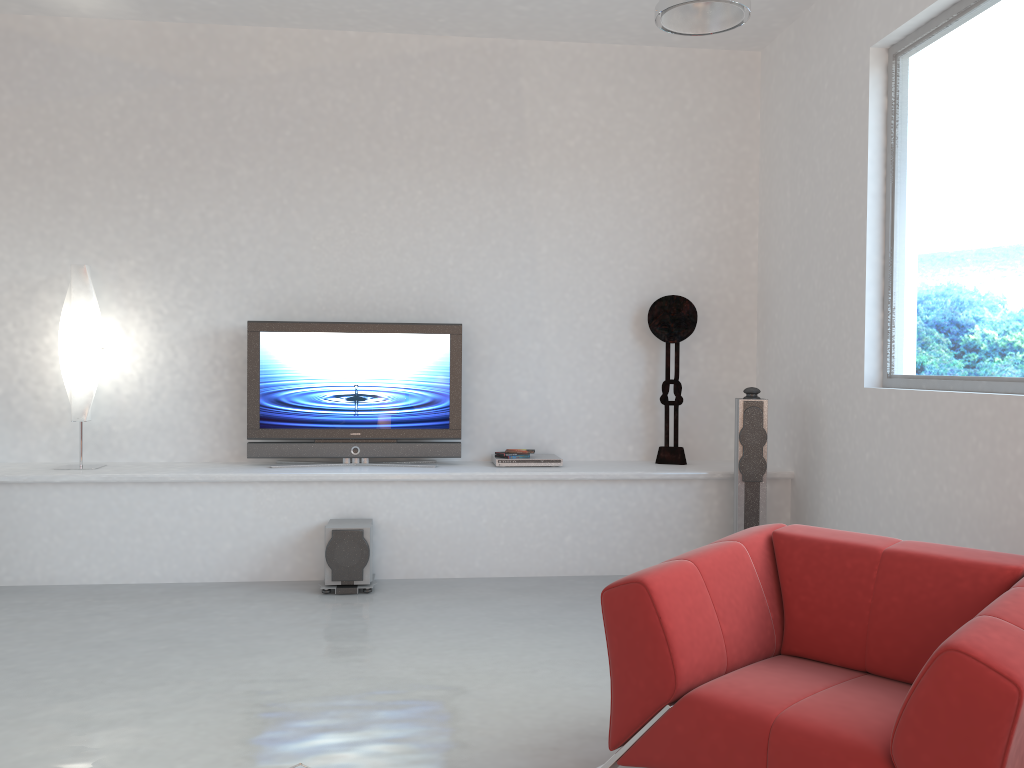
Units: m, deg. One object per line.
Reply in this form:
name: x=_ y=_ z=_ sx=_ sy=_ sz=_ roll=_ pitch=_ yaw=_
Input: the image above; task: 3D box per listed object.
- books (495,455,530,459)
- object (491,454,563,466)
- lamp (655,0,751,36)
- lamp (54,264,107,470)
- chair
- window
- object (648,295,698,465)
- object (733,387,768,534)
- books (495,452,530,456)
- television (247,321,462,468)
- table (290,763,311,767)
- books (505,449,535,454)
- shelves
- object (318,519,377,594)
books: x=0.003 y=0.471 z=5.804 sx=0.190 sy=0.015 sz=0.135 roll=-1 pitch=2 yaw=-41
object: x=0.093 y=0.500 z=5.842 sx=0.430 sy=0.045 sz=0.352 roll=0 pitch=1 yaw=-6
lamp: x=0.770 y=-1.872 z=3.566 sx=0.379 sy=0.800 sz=0.379 roll=1 pitch=1 yaw=33
lamp: x=-2.645 y=-0.107 z=5.442 sx=0.263 sy=1.239 sz=0.263 roll=0 pitch=1 yaw=-14
chair: x=0.983 y=0.886 z=2.628 sx=1.288 sy=0.738 sz=0.951 roll=2 pitch=2 yaw=44
window: x=2.168 y=-0.854 z=3.536 sx=0.100 sy=1.800 sz=2.400 roll=0 pitch=1 yaw=-6
object: x=1.072 y=-0.029 z=5.941 sx=0.331 sy=1.130 sz=0.108 roll=1 pitch=1 yaw=18
object: x=1.444 y=0.609 z=5.382 sx=0.255 sy=1.184 sz=0.273 roll=1 pitch=1 yaw=9
books: x=0.002 y=0.455 z=5.806 sx=0.190 sy=0.015 sz=0.135 roll=0 pitch=1 yaw=-26
television: x=-1.004 y=0.063 z=5.711 sx=1.356 sy=0.919 sz=0.343 roll=0 pitch=1 yaw=-6
table: x=-0.428 y=1.117 z=1.457 sx=1.162 sy=0.286 sz=1.097 roll=1 pitch=2 yaw=39
books: x=0.053 y=0.441 z=5.807 sx=0.190 sy=0.015 sz=0.135 roll=1 pitch=1 yaw=4
shelves: x=-0.990 y=0.550 z=5.607 sx=5.500 sy=0.050 sz=0.650 roll=0 pitch=1 yaw=-6
object: x=-0.948 y=0.997 z=5.157 sx=0.336 sy=0.374 sz=0.337 roll=0 pitch=1 yaw=-6
